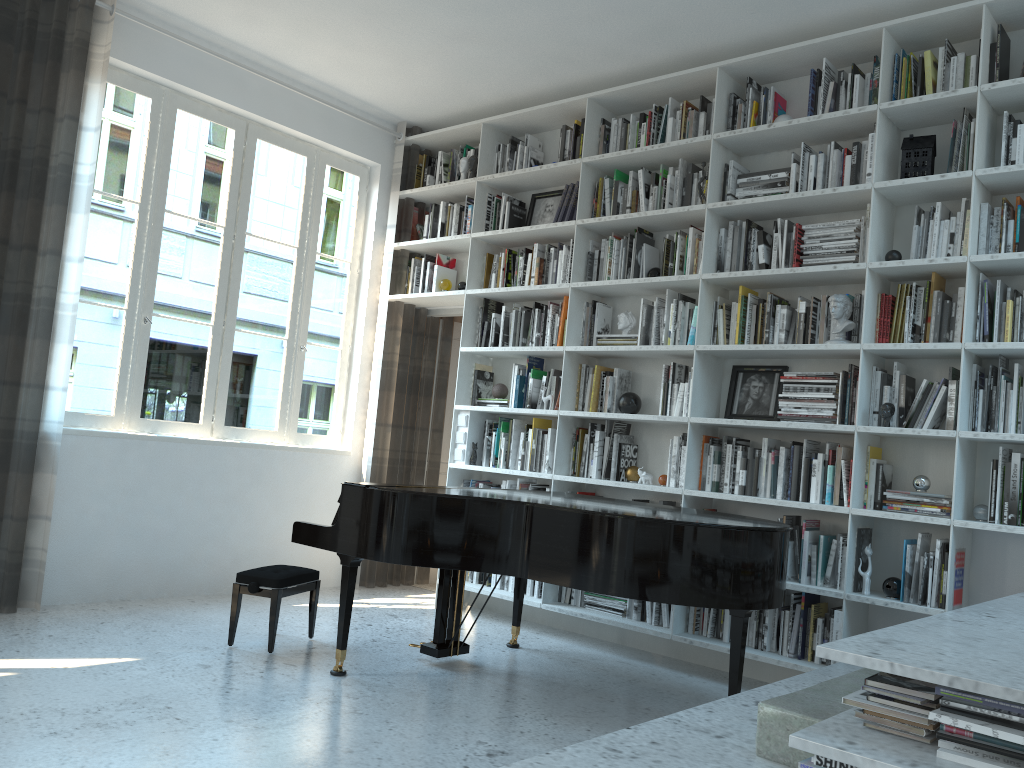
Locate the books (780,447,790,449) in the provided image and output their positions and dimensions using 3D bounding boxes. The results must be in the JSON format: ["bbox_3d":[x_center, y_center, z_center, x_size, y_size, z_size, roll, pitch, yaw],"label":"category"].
[{"bbox_3d":[1.350,0.440,4.362,0.025,0.254,0.136,2,-5,41],"label":"books"}]

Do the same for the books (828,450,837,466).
[{"bbox_3d":[1.526,0.444,4.198,0.014,0.256,0.145,2,-5,41],"label":"books"}]

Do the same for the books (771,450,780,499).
[{"bbox_3d":[1.318,0.447,4.369,0.031,0.237,0.159,2,-5,41],"label":"books"}]

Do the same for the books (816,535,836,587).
[{"bbox_3d":[1.458,0.818,4.116,0.024,0.232,0.146,2,-5,41],"label":"books"}]

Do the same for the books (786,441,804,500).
[{"bbox_3d":[1.384,0.425,4.331,0.014,0.286,0.134,2,-5,41],"label":"books"}]

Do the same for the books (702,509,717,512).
[{"bbox_3d":[0.995,0.779,4.513,0.012,0.284,0.137,2,-5,41],"label":"books"}]

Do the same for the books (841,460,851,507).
[{"bbox_3d":[1.575,0.464,4.122,0.042,0.212,0.169,2,-5,41],"label":"books"}]

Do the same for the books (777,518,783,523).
[{"bbox_3d":[1.304,0.788,4.254,0.012,0.285,0.159,2,-5,41],"label":"books"}]

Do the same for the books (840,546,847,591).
[{"bbox_3d":[1.541,0.839,4.043,0.027,0.196,0.147,2,-5,41],"label":"books"}]

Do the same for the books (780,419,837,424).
[{"bbox_3d":[1.454,0.186,4.291,0.254,0.012,0.161,1,-6,43],"label":"books"}]

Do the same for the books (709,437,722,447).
[{"bbox_3d":[1.054,0.420,4.599,0.011,0.275,0.146,2,-5,41],"label":"books"}]

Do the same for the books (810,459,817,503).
[{"bbox_3d":[1.469,0.466,4.219,0.023,0.204,0.167,2,-5,41],"label":"books"}]

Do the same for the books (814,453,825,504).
[{"bbox_3d":[1.488,0.451,4.205,0.023,0.234,0.175,2,-5,41],"label":"books"}]

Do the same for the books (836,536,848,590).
[{"bbox_3d":[1.528,0.817,4.055,0.010,0.238,0.167,2,-5,41],"label":"books"}]

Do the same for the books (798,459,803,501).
[{"bbox_3d":[1.423,0.467,4.277,0.021,0.202,0.128,2,-5,41],"label":"books"}]

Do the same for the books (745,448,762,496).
[{"bbox_3d":[1.223,0.442,4.436,0.029,0.237,0.166,2,-5,41],"label":"books"}]

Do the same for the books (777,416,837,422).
[{"bbox_3d":[1.451,0.173,4.286,0.285,0.012,0.159,2,-5,36],"label":"books"}]

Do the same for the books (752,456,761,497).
[{"bbox_3d":[1.249,0.463,4.407,0.023,0.196,0.165,2,-5,41],"label":"books"}]

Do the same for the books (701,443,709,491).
[{"bbox_3d":[1.042,0.436,4.616,0.029,0.243,0.154,2,-5,41],"label":"books"}]

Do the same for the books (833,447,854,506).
[{"bbox_3d":[1.559,0.435,4.154,0.026,0.272,0.175,2,-5,41],"label":"books"}]

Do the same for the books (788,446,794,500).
[{"bbox_3d":[1.389,0.436,4.302,0.010,0.261,0.181,2,-5,41],"label":"books"}]

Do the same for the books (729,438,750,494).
[{"bbox_3d":[1.155,0.418,4.500,0.013,0.282,0.166,2,-5,41],"label":"books"}]

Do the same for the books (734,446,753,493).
[{"bbox_3d":[1.178,0.440,4.501,0.021,0.244,0.141,2,-5,41],"label":"books"}]

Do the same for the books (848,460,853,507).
[{"bbox_3d":[1.596,0.463,4.105,0.011,0.216,0.166,2,-5,41],"label":"books"}]

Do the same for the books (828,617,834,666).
[{"bbox_3d":[1.508,1.179,4.075,0.029,0.217,0.191,2,-5,41],"label":"books"}]

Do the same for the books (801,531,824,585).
[{"bbox_3d":[1.405,0.809,4.145,0.021,0.244,0.180,2,-5,41],"label":"books"}]

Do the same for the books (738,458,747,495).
[{"bbox_3d":[1.194,0.468,4.448,0.029,0.183,0.174,2,-5,41],"label":"books"}]

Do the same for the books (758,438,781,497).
[{"bbox_3d":[1.280,0.418,4.404,0.026,0.291,0.152,2,-5,41],"label":"books"}]

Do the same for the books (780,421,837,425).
[{"bbox_3d":[1.450,0.197,4.287,0.254,0.012,0.161,2,-5,37],"label":"books"}]

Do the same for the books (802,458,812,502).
[{"bbox_3d":[1.441,0.464,4.245,0.024,0.207,0.183,2,-5,41],"label":"books"}]

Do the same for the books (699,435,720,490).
[{"bbox_3d":[1.030,0.415,4.633,0.012,0.285,0.159,2,-5,41],"label":"books"}]

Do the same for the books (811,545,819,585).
[{"bbox_3d":[1.436,0.843,4.138,0.036,0.183,0.146,2,-5,41],"label":"books"}]

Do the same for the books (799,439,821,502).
[{"bbox_3d":[1.434,0.419,4.262,0.012,0.296,0.178,2,-5,41],"label":"books"}]

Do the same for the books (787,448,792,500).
[{"bbox_3d":[1.387,0.442,4.317,0.011,0.251,0.158,2,-5,41],"label":"books"}]

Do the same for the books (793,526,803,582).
[{"bbox_3d":[1.382,0.804,4.206,0.066,0.260,0.133,2,-5,41],"label":"books"}]

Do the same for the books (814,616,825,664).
[{"bbox_3d":[1.460,1.185,4.120,0.022,0.205,0.191,2,-5,41],"label":"books"}]

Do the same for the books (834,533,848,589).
[{"bbox_3d":[1.521,0.812,4.072,0.022,0.249,0.130,2,-5,41],"label":"books"}]

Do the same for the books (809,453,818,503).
[{"bbox_3d":[1.464,0.452,4.241,0.014,0.235,0.154,2,-5,41],"label":"books"}]

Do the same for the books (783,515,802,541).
[{"bbox_3d":[1.324,0.778,4.219,0.013,0.303,0.181,2,-5,41],"label":"books"}]

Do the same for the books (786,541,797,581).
[{"bbox_3d":[1.331,0.837,4.201,0.025,0.185,0.170,2,-5,41],"label":"books"}]

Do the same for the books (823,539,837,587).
[{"bbox_3d":[1.498,0.827,4.104,0.053,0.220,0.132,2,-5,41],"label":"books"}]

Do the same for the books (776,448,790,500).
[{"bbox_3d":[1.351,0.442,4.325,0.026,0.245,0.191,2,-5,41],"label":"books"}]

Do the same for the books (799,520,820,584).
[{"bbox_3d":[1.396,0.785,4.161,0.015,0.293,0.169,2,-5,41],"label":"books"}]

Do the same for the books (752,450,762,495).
[{"bbox_3d":[1.245,0.448,4.429,0.013,0.230,0.139,2,-5,41],"label":"books"}]

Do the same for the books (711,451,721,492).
[{"bbox_3d":[1.085,0.454,4.568,0.024,0.208,0.170,2,-5,41],"label":"books"}]

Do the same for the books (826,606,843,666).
[{"bbox_3d":[1.498,1.161,4.095,0.012,0.256,0.176,2,-5,41],"label":"books"}]

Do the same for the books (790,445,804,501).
[{"bbox_3d":[1.398,0.434,4.284,0.028,0.264,0.161,2,-5,41],"label":"books"}]

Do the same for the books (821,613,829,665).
[{"bbox_3d":[1.487,1.175,4.113,0.028,0.227,0.162,2,-5,41],"label":"books"}]

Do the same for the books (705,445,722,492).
[{"bbox_3d":[1.059,0.440,4.577,0.027,0.234,0.167,2,-5,41],"label":"books"}]

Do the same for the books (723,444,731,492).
[{"bbox_3d":[1.133,0.437,4.544,0.024,0.247,0.132,2,-5,41],"label":"books"}]

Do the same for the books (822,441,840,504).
[{"bbox_3d":[1.512,0.424,4.203,0.014,0.293,0.137,2,-5,41],"label":"books"}]

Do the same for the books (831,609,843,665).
[{"bbox_3d":[1.516,1.149,3.998,0.038,0.269,0.277,2,-5,41],"label":"books"}]

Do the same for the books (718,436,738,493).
[{"bbox_3d":[1.119,0.416,4.567,0.027,0.290,0.141,2,-5,41],"label":"books"}]

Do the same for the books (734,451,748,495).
[{"bbox_3d":[1.179,0.451,4.469,0.023,0.217,0.174,2,-5,41],"label":"books"}]

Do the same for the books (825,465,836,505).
[{"bbox_3d":[1.521,0.477,4.166,0.023,0.183,0.169,2,-5,41],"label":"books"}]

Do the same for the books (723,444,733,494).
[{"bbox_3d":[1.140,0.437,4.514,0.027,0.245,0.179,2,-5,41],"label":"books"}]

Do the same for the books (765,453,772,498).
[{"bbox_3d":[1.302,0.455,4.391,0.025,0.220,0.140,2,-5,41],"label":"books"}]
